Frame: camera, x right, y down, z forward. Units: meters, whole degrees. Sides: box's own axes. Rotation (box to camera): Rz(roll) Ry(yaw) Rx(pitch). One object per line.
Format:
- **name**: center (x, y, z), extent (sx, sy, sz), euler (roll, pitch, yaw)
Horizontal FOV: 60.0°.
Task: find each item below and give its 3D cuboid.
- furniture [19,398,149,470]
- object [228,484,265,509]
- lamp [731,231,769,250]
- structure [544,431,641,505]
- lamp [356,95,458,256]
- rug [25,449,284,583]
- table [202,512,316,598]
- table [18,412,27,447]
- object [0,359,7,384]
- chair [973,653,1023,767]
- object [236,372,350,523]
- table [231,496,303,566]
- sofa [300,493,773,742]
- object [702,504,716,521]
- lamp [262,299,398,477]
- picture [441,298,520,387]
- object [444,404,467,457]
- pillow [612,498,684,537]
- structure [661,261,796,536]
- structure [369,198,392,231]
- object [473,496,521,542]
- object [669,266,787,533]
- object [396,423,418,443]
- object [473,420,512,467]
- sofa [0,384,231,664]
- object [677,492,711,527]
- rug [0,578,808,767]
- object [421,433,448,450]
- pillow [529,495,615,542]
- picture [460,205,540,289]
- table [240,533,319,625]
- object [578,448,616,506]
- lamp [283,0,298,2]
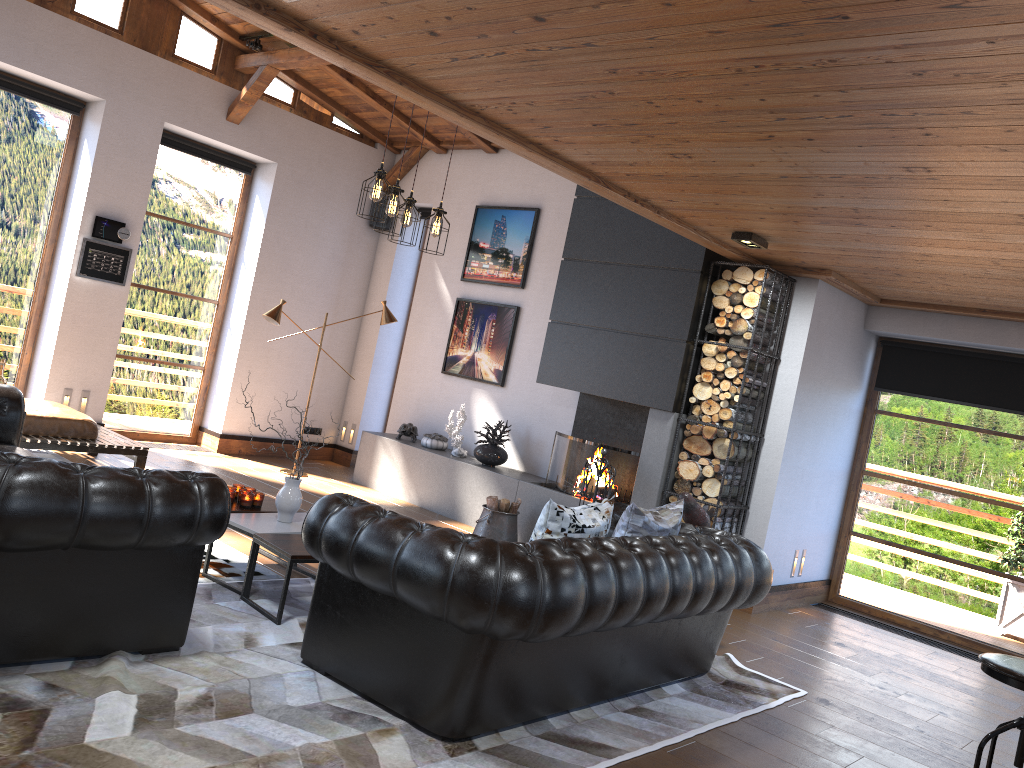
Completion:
- **furniture**: center (-4.266, 0.285, 6.497), extent (1.163, 0.436, 2.788), euler (12, 1, 41)
- **object**: center (-1.610, 0.673, 5.318), extent (0.247, 0.081, 0.301), euler (12, 1, -10)
- **lamp**: center (1.621, -0.982, 6.032), extent (0.154, 0.068, 0.264), euler (12, 1, 41)
- **structure**: center (0.642, 0.740, 7.514), extent (0.972, 0.514, 0.185), euler (12, 0, 41)
- **lamp**: center (-0.513, -1.989, 5.658), extent (0.259, 2.202, 0.810), euler (12, 0, 32)
- **rug**: center (-3.488, 0.659, 5.506), extent (3.769, 0.053, 2.457), euler (13, 1, 42)
- **table**: center (-1.329, 0.956, 5.039), extent (0.396, 0.350, 0.656), euler (12, 1, 36)
- **table**: center (-3.321, 0.412, 5.431), extent (0.401, 0.609, 0.422), euler (12, 0, 41)
- **object**: center (-3.190, -0.015, 5.512), extent (0.088, 0.286, 0.087), euler (12, 0, -39)
- **chair**: center (2.090, 1.526, 3.643), extent (0.437, 0.716, 0.446), euler (12, 0, 45)
- **object**: center (-1.257, 0.380, 5.047), extent (0.626, 0.808, 0.402), euler (12, 0, -38)
- **table**: center (-1.666, 0.882, 5.304), extent (0.396, 0.350, 0.657), euler (12, 1, 41)
- **sofa**: center (0.287, 1.061, 4.428), extent (1.227, 0.838, 2.592), euler (12, 1, 40)
- **object**: center (1.302, 1.268, 6.623), extent (0.265, 0.795, 0.265), euler (12, 0, 24)
- **lamp**: center (-1.972, -0.019, 8.846), extent (1.334, 1.899, 0.523), euler (12, 0, -28)
- **picture**: center (-0.336, -0.440, 9.068), extent (0.870, 0.816, 0.036), euler (12, 0, 41)
- **object**: center (-0.532, 0.443, 8.623), extent (0.258, 0.532, 0.428), euler (12, 0, 10)
- **pillow**: center (0.701, 0.824, 4.765), extent (0.280, 0.469, 0.534), euler (12, 0, 44)
- **structure**: center (1.623, 0.392, 6.922), extent (0.496, 2.617, 0.517), euler (12, 0, 41)
- **structure**: center (-1.493, -1.954, 10.210), extent (0.211, 0.349, 0.216), euler (12, 0, 41)
- **object**: center (-0.111, 1.146, 7.459), extent (0.387, 0.431, 0.381), euler (12, 0, -23)
- **object**: center (1.623, 0.398, 6.933), extent (0.488, 2.612, 0.471), euler (12, 0, 41)
- **object**: center (-1.076, 0.493, 9.168), extent (0.227, 0.183, 0.405), euler (12, 1, -5)
- **object**: center (-0.177, 0.549, 8.391), extent (0.336, 0.455, 0.339), euler (12, 0, -24)
- **sofa**: center (-2.515, 0.484, 4.047), extent (2.540, 0.838, 1.252), euler (12, 1, 40)
- **object**: center (1.180, 0.877, 5.761), extent (0.249, 0.319, 0.149), euler (12, 0, -8)
- **rug**: center (-0.482, 1.303, 4.322), extent (2.407, 0.053, 4.086), euler (13, 1, 42)
- **object**: center (-0.776, 0.571, 8.926), extent (0.278, 0.160, 0.261), euler (12, 1, 43)
- **pillow**: center (0.258, 0.740, 4.246), extent (0.280, 0.469, 0.534), euler (12, 0, 44)
- **picture**: center (-0.133, -1.414, 9.070), extent (0.870, 0.816, 0.036), euler (12, 0, 41)
- **table**: center (-1.019, 1.026, 4.717), extent (0.657, 0.350, 0.396), euler (11, 1, -44)
- **object**: center (0.627, 1.003, 6.981), extent (0.308, 1.017, 0.307), euler (12, 0, -4)
- **lamp**: center (-0.855, -1.450, 3.138), extent (0.154, 0.068, 0.264), euler (12, 1, 41)
